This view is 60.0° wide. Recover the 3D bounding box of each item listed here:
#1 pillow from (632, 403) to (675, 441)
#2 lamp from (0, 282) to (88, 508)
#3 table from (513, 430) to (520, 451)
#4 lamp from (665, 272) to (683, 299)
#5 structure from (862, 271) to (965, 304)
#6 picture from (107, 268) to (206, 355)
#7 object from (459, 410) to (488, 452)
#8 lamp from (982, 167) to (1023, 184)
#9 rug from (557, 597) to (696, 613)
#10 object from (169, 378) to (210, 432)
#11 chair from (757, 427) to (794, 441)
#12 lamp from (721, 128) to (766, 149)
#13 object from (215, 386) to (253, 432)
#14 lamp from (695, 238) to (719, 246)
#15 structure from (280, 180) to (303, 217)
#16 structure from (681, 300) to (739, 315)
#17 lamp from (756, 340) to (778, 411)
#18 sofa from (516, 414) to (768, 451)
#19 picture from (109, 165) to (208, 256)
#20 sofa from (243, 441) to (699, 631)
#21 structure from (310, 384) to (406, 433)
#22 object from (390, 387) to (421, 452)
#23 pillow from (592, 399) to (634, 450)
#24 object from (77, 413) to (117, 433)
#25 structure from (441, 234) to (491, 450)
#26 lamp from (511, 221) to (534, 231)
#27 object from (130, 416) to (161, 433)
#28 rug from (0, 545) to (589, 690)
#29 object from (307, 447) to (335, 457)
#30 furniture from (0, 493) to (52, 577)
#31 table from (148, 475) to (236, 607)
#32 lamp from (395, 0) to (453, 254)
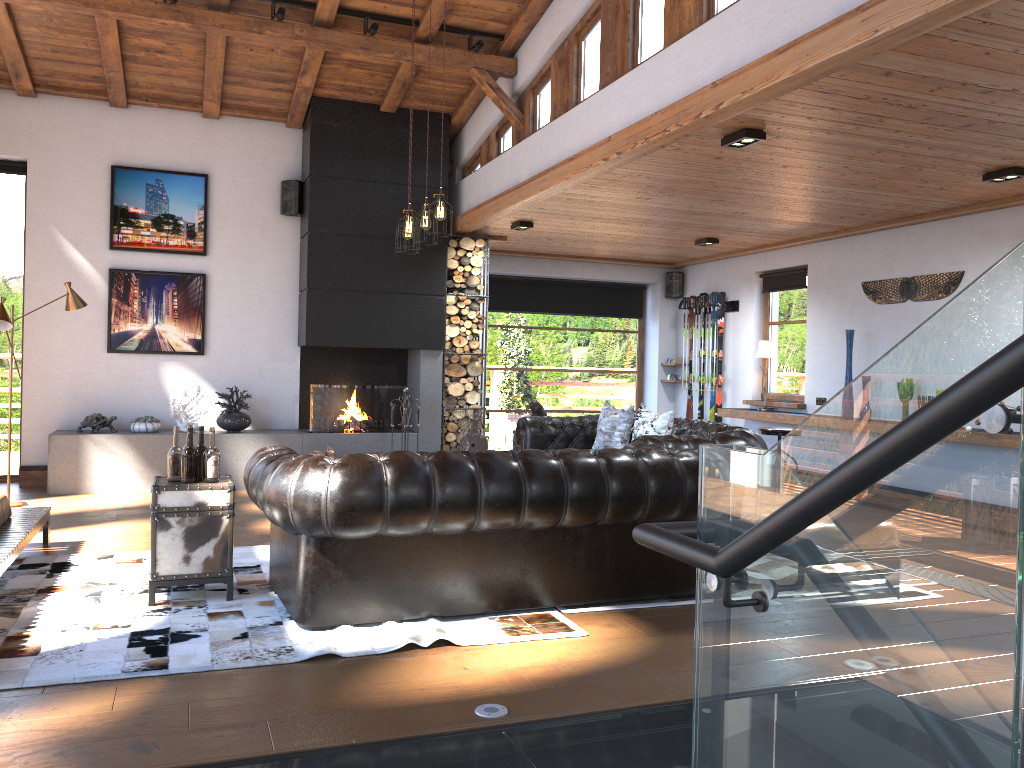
[{"bbox_3d":[1.138,0.397,7.257,0.285,0.469,0.525,1,1,-18],"label":"pillow"},{"bbox_3d":[-4.058,0.055,7.282,0.527,1.898,1.322,1,1,1],"label":"lamp"},{"bbox_3d":[0.255,0.772,8.792,0.409,0.609,0.414,1,1,-21],"label":"table"},{"bbox_3d":[2.204,-1.338,12.015,0.215,0.349,0.212,1,1,-21],"label":"lamp"},{"bbox_3d":[3.658,-0.879,8.234,0.099,0.240,1.238,1,1,-20],"label":"structure"},{"bbox_3d":[-3.486,-0.701,8.715,0.886,0.816,0.035,1,0,-21],"label":"picture"},{"bbox_3d":[-0.406,0.662,9.333,0.271,0.795,0.260,1,0,-38],"label":"object"},{"bbox_3d":[3.444,-1.463,6.186,0.156,0.068,0.259,1,1,-21],"label":"lamp"},{"bbox_3d":[0.752,1.101,6.758,2.451,0.053,4.013,1,1,-20],"label":"rug"},{"bbox_3d":[-3.125,0.210,8.507,0.422,0.532,0.262,2,1,38],"label":"object"},{"bbox_3d":[2.623,0.792,8.708,0.444,0.716,0.438,1,1,-17],"label":"chair"},{"bbox_3d":[1.406,-1.497,5.390,0.156,0.068,0.259,1,1,-21],"label":"lamp"},{"bbox_3d":[-2.738,0.242,8.728,0.341,0.455,0.334,1,1,5],"label":"object"},{"bbox_3d":[2.137,-1.562,9.722,0.156,0.068,0.259,1,1,-21],"label":"lamp"},{"bbox_3d":[-2.260,-1.906,9.092,0.215,0.349,0.212,1,1,-21],"label":"structure"},{"bbox_3d":[2.454,-0.967,11.224,0.321,0.135,1.042,1,1,-20],"label":"structure"},{"bbox_3d":[3.044,0.255,10.067,0.637,1.481,0.244,1,0,-18],"label":"lamp"},{"bbox_3d":[1.016,0.702,7.424,1.249,0.838,2.545,1,1,-21],"label":"sofa"},{"bbox_3d":[-3.463,-1.695,8.710,0.886,0.816,0.035,1,0,-21],"label":"picture"},{"bbox_3d":[-0.060,0.728,4.729,2.587,0.838,1.229,1,1,-22],"label":"sofa"},{"bbox_3d":[-1.552,0.270,9.071,0.990,0.514,0.182,1,0,-21],"label":"structure"},{"bbox_3d":[-1.071,0.539,8.865,0.305,1.017,0.310,2,0,25],"label":"object"},{"bbox_3d":[0.904,0.379,7.890,0.285,0.469,0.525,1,1,-18],"label":"pillow"},{"bbox_3d":[-3.866,0.364,8.294,0.402,0.183,0.228,2,1,23],"label":"object"},{"bbox_3d":[-0.578,-0.266,9.583,0.506,2.617,0.508,1,0,-21],"label":"structure"},{"bbox_3d":[0.101,-1.596,8.923,0.156,0.068,0.259,1,1,-21],"label":"lamp"},{"bbox_3d":[-3.501,0.382,8.458,0.283,0.160,0.257,1,1,-19],"label":"object"},{"bbox_3d":[-1.806,1.081,4.585,3.838,0.053,2.413,1,1,-20],"label":"rug"},{"bbox_3d":[-1.841,0.825,8.472,0.383,0.431,0.385,1,1,5],"label":"object"},{"bbox_3d":[-3.087,0.863,4.295,1.185,0.436,2.738,1,1,-20],"label":"furniture"},{"bbox_3d":[-1.677,0.805,4.649,0.409,0.609,0.414,1,1,-21],"label":"table"},{"bbox_3d":[-0.687,-2.130,6.728,0.264,2.201,0.794,1,0,-30],"label":"lamp"}]
